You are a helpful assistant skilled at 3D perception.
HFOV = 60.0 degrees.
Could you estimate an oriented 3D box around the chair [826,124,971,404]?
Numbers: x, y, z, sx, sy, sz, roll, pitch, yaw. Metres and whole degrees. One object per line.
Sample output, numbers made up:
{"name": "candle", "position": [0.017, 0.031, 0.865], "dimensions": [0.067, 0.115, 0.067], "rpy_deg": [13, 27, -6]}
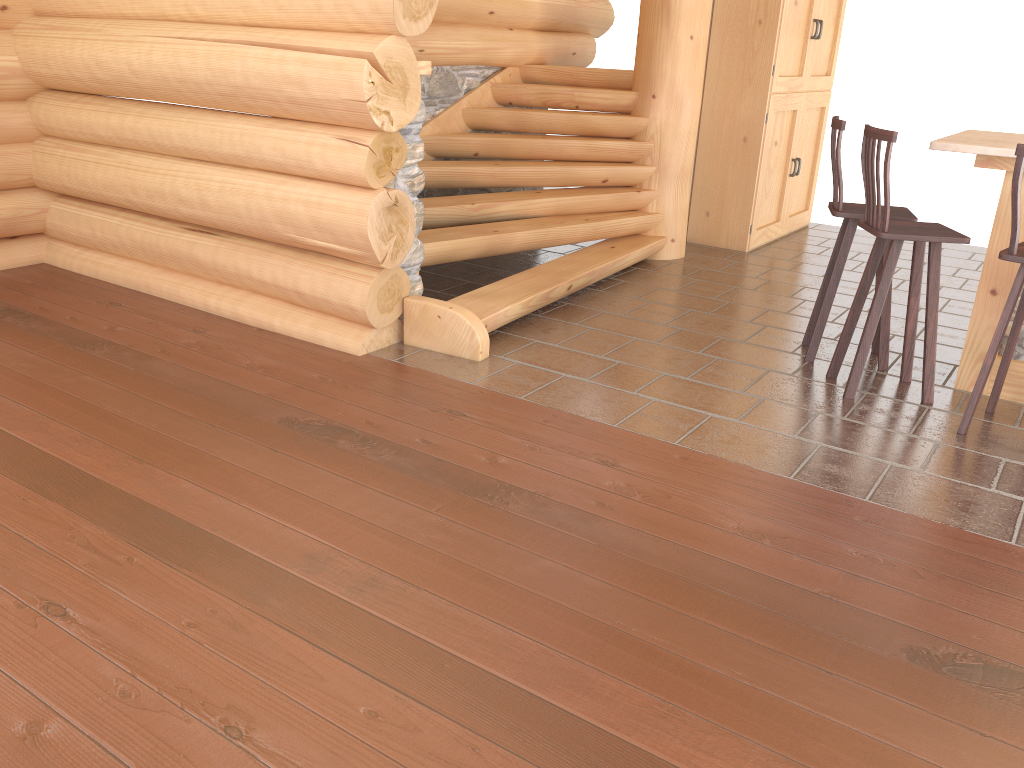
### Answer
{"name": "chair", "position": [1.930, -0.588, 4.436], "dimensions": [0.504, 1.319, 0.406], "rpy_deg": [3, 21, 2]}

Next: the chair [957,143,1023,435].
{"name": "chair", "position": [2.379, -0.382, 3.960], "dimensions": [0.406, 1.319, 0.504], "rpy_deg": [21, 28, 40]}

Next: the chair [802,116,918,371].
{"name": "chair", "position": [1.929, -0.776, 4.923], "dimensions": [0.504, 1.319, 0.406], "rpy_deg": [8, 22, 12]}

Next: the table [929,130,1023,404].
{"name": "table", "position": [3.688, -0.388, 4.224], "dimensions": [3.220, 1.257, 1.196], "rpy_deg": [16, 25, 31]}

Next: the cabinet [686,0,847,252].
{"name": "cabinet", "position": [2.394, -2.584, 8.164], "dimensions": [0.670, 2.403, 1.847], "rpy_deg": [16, 25, 31]}

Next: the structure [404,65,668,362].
{"name": "structure", "position": [-0.139, -1.616, 6.409], "dimensions": [1.951, 1.643, 3.604], "rpy_deg": [13, 23, 25]}
